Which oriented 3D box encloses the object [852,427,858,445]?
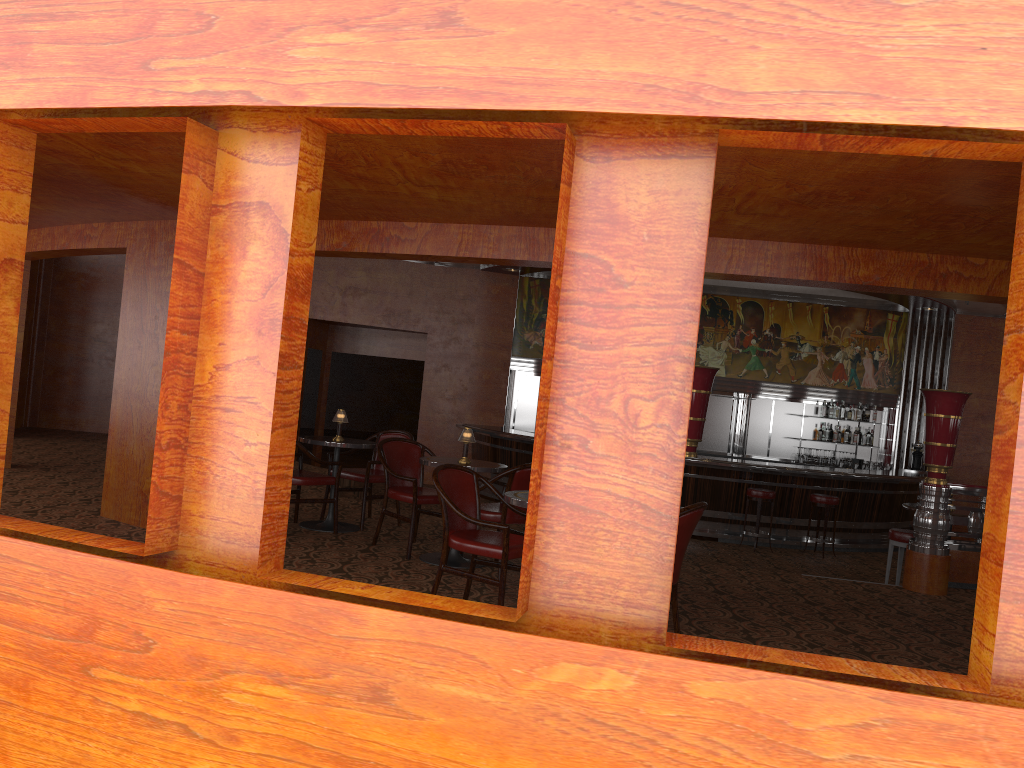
[{"bbox_3d":[5.486,0.827,14.164,0.067,0.283,0.067,6,0,-21],"label":"object"}]

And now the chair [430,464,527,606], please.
[{"bbox_3d":[-0.159,0.889,4.950,0.615,0.817,0.588,6,0,29],"label":"chair"}]

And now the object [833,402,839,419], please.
[{"bbox_3d":[5.204,0.423,14.215,0.080,0.272,0.080,6,0,-3],"label":"object"}]

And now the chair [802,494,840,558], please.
[{"bbox_3d":[3.887,1.773,11.121,0.350,0.755,0.350,6,0,-45],"label":"chair"}]

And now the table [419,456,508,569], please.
[{"bbox_3d":[-0.386,0.922,6.415,0.639,0.720,0.640,6,0,30],"label":"table"}]

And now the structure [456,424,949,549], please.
[{"bbox_3d":[2.801,1.525,12.804,7.809,1.047,3.207,6,0,4],"label":"structure"}]

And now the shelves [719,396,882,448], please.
[{"bbox_3d":[4.594,0.602,14.332,2.594,0.568,0.339,6,0,4],"label":"shelves"}]

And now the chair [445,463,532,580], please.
[{"bbox_3d":[-0.045,0.907,6.111,0.615,0.817,0.588,6,0,44],"label":"chair"}]

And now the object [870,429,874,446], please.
[{"bbox_3d":[5.801,0.865,14.316,0.080,0.272,0.080,6,0,2],"label":"object"}]

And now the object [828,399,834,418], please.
[{"bbox_3d":[5.121,0.398,14.220,0.078,0.305,0.078,6,0,-5],"label":"object"}]

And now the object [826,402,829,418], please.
[{"bbox_3d":[5.091,0.420,14.329,0.090,0.256,0.090,6,0,25],"label":"object"}]

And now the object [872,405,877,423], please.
[{"bbox_3d":[5.800,0.478,14.171,0.067,0.283,0.067,6,0,16],"label":"object"}]

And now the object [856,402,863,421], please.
[{"bbox_3d":[5.563,0.443,14.183,0.078,0.305,0.078,6,0,-15],"label":"object"}]

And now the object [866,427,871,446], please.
[{"bbox_3d":[5.724,0.840,14.234,0.078,0.305,0.078,6,0,17],"label":"object"}]

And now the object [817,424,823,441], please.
[{"bbox_3d":[4.982,0.781,14.318,0.080,0.272,0.080,6,0,7],"label":"object"}]

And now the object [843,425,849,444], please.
[{"bbox_3d":[5.359,0.803,14.200,0.078,0.305,0.078,6,1,42],"label":"object"}]

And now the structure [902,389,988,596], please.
[{"bbox_3d":[5.288,0.466,7.970,4.355,3.606,0.548,6,0,-22],"label":"structure"}]

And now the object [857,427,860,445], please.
[{"bbox_3d":[5.544,0.833,14.229,0.067,0.283,0.067,6,1,-35],"label":"object"}]

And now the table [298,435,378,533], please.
[{"bbox_3d":[-1.462,0.817,7.284,0.640,0.720,0.639,6,0,-6],"label":"table"}]

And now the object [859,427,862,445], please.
[{"bbox_3d":[5.612,0.836,14.346,0.090,0.293,0.090,6,0,38],"label":"object"}]

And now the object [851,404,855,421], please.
[{"bbox_3d":[5.491,0.453,14.293,0.080,0.272,0.080,6,0,-28],"label":"object"}]

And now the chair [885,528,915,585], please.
[{"bbox_3d":[3.605,1.727,8.126,0.350,0.755,0.350,6,0,-37],"label":"chair"}]

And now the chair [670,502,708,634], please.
[{"bbox_3d":[0.650,0.969,4.562,0.615,0.817,0.588,6,0,29],"label":"chair"}]

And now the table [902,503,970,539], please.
[{"bbox_3d":[4.143,1.681,8.486,0.849,0.960,0.849,6,0,6],"label":"table"}]

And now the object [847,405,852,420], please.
[{"bbox_3d":[5.413,0.461,14.203,0.070,0.238,0.070,6,0,-22],"label":"object"}]

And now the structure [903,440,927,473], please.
[{"bbox_3d":[6.291,1.136,13.764,0.360,0.540,0.281,6,0,24],"label":"structure"}]

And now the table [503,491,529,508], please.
[{"bbox_3d":[0.239,0.977,4.746,0.639,0.720,0.640,6,0,33],"label":"table"}]

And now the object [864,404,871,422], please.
[{"bbox_3d":[5.677,0.460,14.160,0.090,0.293,0.090,6,0,38],"label":"object"}]

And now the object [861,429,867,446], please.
[{"bbox_3d":[5.648,0.849,14.194,0.080,0.272,0.080,6,0,7],"label":"object"}]

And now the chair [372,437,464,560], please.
[{"bbox_3d":[-0.726,0.840,6.697,0.615,0.817,0.588,6,0,44],"label":"chair"}]

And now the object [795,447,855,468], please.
[{"bbox_3d":[5.045,1.182,14.231,0.951,0.245,0.396,6,0,7],"label":"object"}]

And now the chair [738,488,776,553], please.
[{"bbox_3d":[3.062,1.688,11.018,0.350,0.755,0.350,6,0,-22],"label":"chair"}]

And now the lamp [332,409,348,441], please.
[{"bbox_3d":[-1.411,0.334,7.276,0.130,0.250,0.130,6,0,12],"label":"lamp"}]

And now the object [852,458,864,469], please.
[{"bbox_3d":[5.509,1.273,14.160,0.169,0.156,0.195,6,0,29],"label":"object"}]

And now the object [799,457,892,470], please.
[{"bbox_3d":[5.335,1.267,14.259,1.424,0.135,0.403,6,0,10],"label":"object"}]

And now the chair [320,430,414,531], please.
[{"bbox_3d":[-1.207,0.797,7.654,0.587,0.817,0.615,6,0,39],"label":"chair"}]

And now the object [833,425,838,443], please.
[{"bbox_3d":[5.204,0.798,14.239,0.067,0.283,0.067,6,0,-30],"label":"object"}]

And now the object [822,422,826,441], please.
[{"bbox_3d":[5.073,0.774,14.340,0.078,0.305,0.206,6,0,0],"label":"object"}]

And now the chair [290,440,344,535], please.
[{"bbox_3d":[-1.728,0.739,6.921,0.587,0.817,0.615,6,0,39],"label":"chair"}]

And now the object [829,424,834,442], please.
[{"bbox_3d":[5.156,0.789,14.350,0.090,0.293,0.090,6,0,-17],"label":"object"}]

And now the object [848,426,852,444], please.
[{"bbox_3d":[5.425,0.816,14.290,0.090,0.293,0.090,6,0,-2],"label":"object"}]

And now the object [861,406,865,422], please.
[{"bbox_3d":[5.652,0.477,14.328,0.090,0.256,0.090,6,0,10],"label":"object"}]

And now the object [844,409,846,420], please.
[{"bbox_3d":[5.333,0.454,14.271,0.068,0.235,0.212,6,0,24],"label":"object"}]

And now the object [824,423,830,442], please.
[{"bbox_3d":[5.072,0.773,14.250,0.078,0.305,0.078,6,0,-3],"label":"object"}]

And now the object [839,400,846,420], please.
[{"bbox_3d":[5.293,0.415,14.187,0.078,0.305,0.078,6,0,-8],"label":"object"}]

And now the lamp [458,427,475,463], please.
[{"bbox_3d":[-0.332,0.440,6.412,0.130,0.250,0.130,6,0,26],"label":"lamp"}]

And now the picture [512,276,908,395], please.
[{"bbox_3d":[3.159,-0.802,14.398,6.254,1.322,0.001,6,0,4],"label":"picture"}]

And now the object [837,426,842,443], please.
[{"bbox_3d":[5.283,0.812,14.316,0.080,0.272,0.080,6,0,7],"label":"object"}]

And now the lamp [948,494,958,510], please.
[{"bbox_3d":[4.207,1.080,8.507,0.130,0.250,0.130,6,0,24],"label":"lamp"}]

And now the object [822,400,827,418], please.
[{"bbox_3d":[5.015,0.398,14.228,0.067,0.283,0.067,6,1,-40],"label":"object"}]
